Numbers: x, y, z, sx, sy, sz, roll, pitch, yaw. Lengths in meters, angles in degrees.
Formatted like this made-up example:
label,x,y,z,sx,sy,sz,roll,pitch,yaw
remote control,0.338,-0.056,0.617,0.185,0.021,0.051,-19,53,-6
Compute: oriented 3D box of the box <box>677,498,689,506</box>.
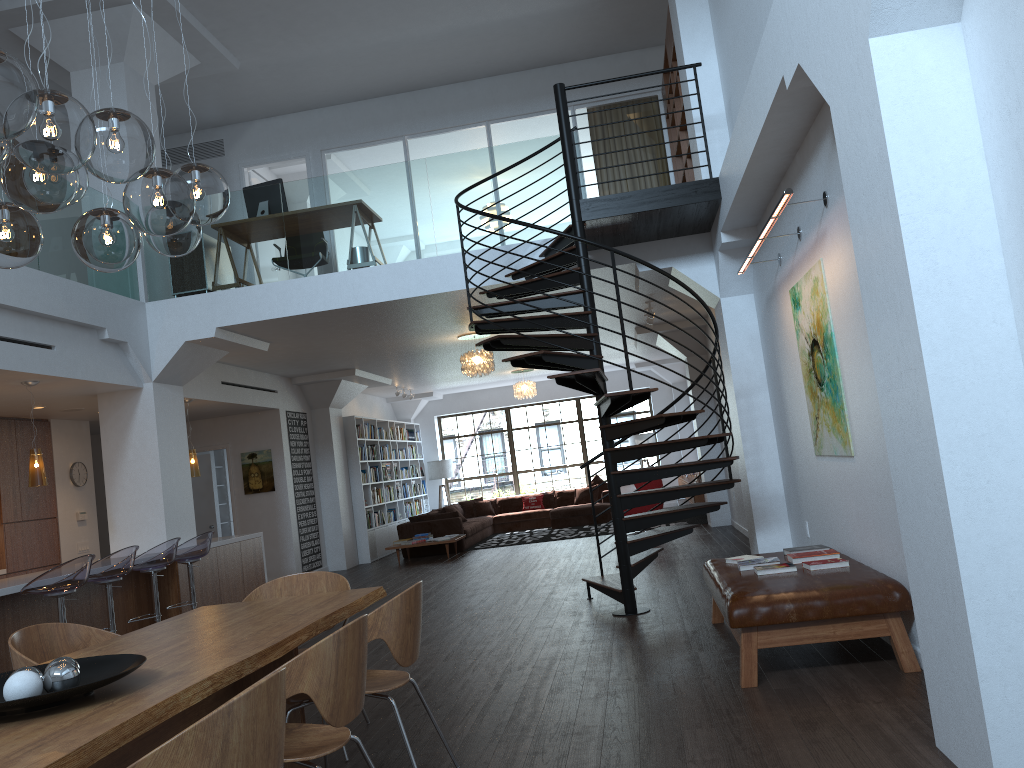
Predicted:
label,x,y,z,sx,sy,sz,roll,pitch,yaw
box,3.531,2.438,18.301,0.228,0.165,0.368,-8,-5,7

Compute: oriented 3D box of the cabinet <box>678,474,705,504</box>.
label,x,y,z,sx,sy,sz,roll,pitch,yaw
cabinet,3.344,1.870,15.957,0.459,0.350,4.501,-8,-5,7

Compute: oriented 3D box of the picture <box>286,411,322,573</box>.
label,x,y,z,sx,sy,sz,roll,pitch,yaw
picture,-3.099,1.594,13.271,0.021,2.380,0.800,-8,-5,7

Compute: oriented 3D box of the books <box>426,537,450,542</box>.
label,x,y,z,sx,sy,sz,roll,pitch,yaw
books,-1.144,2.400,13.721,0.231,0.040,0.342,-2,-7,-43

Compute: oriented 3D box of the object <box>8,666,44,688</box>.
label,x,y,z,sx,sy,sz,roll,pitch,yaw
object,-1.428,0.881,2.604,0.100,0.100,0.100,-3,-7,-38

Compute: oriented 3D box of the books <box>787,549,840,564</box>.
label,x,y,z,sx,sy,sz,roll,pitch,yaw
books,1.858,1.065,5.469,0.283,0.043,0.197,-8,-5,7

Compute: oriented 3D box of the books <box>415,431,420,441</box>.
label,x,y,z,sx,sy,sz,roll,pitch,yaw
books,-2.060,1.124,18.982,0.140,0.231,0.042,-8,-5,7

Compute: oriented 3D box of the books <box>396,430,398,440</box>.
label,x,y,z,sx,sy,sz,roll,pitch,yaw
books,-2.299,1.003,17.228,0.144,0.207,0.048,-8,-5,7

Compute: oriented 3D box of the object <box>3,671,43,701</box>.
label,x,y,z,sx,sy,sz,roll,pitch,yaw
object,-1.384,0.864,2.512,0.100,0.100,0.100,-3,-7,-38

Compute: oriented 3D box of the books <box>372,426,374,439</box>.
label,x,y,z,sx,sy,sz,roll,pitch,yaw
books,-2.528,0.863,15.589,0.174,0.243,0.085,-8,-5,7

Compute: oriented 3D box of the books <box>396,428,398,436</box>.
label,x,y,z,sx,sy,sz,roll,pitch,yaw
books,-2.311,0.992,17.275,0.159,0.241,0.038,-8,-5,7

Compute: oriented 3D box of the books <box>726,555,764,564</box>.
label,x,y,z,sx,sy,sz,roll,pitch,yaw
books,1.517,1.147,5.793,0.161,0.031,0.223,-6,-5,-15

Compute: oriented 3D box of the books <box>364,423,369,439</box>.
label,x,y,z,sx,sy,sz,roll,pitch,yaw
books,-2.573,0.822,15.342,0.176,0.293,0.125,-8,-5,7

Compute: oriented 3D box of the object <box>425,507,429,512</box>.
label,x,y,z,sx,sy,sz,roll,pitch,yaw
object,-1.939,2.670,18.661,0.331,0.088,0.410,-8,-5,7

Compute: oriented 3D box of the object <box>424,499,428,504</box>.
label,x,y,z,sx,sy,sz,roll,pitch,yaw
object,-1.968,2.497,18.678,0.316,0.088,0.410,-8,-5,7

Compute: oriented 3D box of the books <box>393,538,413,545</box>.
label,x,y,z,sx,sy,sz,roll,pitch,yaw
books,-1.734,2.512,14.150,0.241,0.045,0.334,-8,-5,9

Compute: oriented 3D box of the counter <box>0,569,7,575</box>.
label,x,y,z,sx,sy,sz,roll,pitch,yaw
counter,-5.967,1.869,7.300,0.600,0.050,4.387,-8,-5,7

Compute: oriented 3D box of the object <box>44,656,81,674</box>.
label,x,y,z,sx,sy,sz,roll,pitch,yaw
object,-1.353,0.872,2.669,0.100,0.100,0.100,-3,-7,-38

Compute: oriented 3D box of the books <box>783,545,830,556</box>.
label,x,y,z,sx,sy,sz,roll,pitch,yaw
books,1.920,1.088,5.782,0.254,0.044,0.183,-7,-5,2

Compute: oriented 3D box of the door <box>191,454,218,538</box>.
label,x,y,z,sx,sy,sz,roll,pitch,yaw
door,-4.936,2.135,13.662,0.826,2.032,0.174,-8,-5,7

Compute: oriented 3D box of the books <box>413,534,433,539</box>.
label,x,y,z,sx,sy,sz,roll,pitch,yaw
books,-1.422,2.442,14.176,0.279,0.035,0.191,-9,-6,17

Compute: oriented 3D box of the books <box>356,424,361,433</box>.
label,x,y,z,sx,sy,sz,roll,pitch,yaw
books,-2.628,0.809,14.918,0.159,0.248,0.089,-8,-5,7

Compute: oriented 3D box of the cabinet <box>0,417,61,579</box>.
label,x,y,z,sx,sy,sz,roll,pitch,yaw
cabinet,-5.958,1.493,7.790,0.598,2.499,5.299,-8,-5,7

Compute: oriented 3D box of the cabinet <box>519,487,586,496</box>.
label,x,y,z,sx,sy,sz,roll,pitch,yaw
cabinet,0.866,2.580,18.665,1.520,0.625,0.350,-8,-5,7

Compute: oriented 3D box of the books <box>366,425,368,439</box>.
label,x,y,z,sx,sy,sz,roll,pitch,yaw
books,-2.577,0.839,15.253,0.174,0.242,0.105,-8,-5,7

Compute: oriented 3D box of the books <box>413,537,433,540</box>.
label,x,y,z,sx,sy,sz,roll,pitch,yaw
books,-1.414,2.476,14.169,0.312,0.037,0.216,-7,-5,-3

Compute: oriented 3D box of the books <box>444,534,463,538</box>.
label,x,y,z,sx,sy,sz,roll,pitch,yaw
books,-0.945,2.405,14.042,0.256,0.035,0.350,-11,-6,32

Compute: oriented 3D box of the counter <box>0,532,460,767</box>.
label,x,y,z,sx,sy,sz,roll,pitch,yaw
counter,-3.006,1.839,6.649,3.039,0.860,8.182,-5,-6,-22

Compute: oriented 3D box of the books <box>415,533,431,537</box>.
label,x,y,z,sx,sy,sz,roll,pitch,yaw
books,-1.422,2.410,14.177,0.224,0.027,0.157,-8,-5,12

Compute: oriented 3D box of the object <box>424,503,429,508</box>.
label,x,y,z,sx,sy,sz,roll,pitch,yaw
object,-1.950,2.583,18.669,0.331,0.088,0.410,-8,-5,7

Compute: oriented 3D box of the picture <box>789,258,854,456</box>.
label,x,y,z,sx,sy,sz,roll,pitch,yaw
picture,2.014,-0.126,5.833,0.010,1.200,1.095,-8,-5,7

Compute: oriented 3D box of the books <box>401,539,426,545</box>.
label,x,y,z,sx,sy,sz,roll,pitch,yaw
books,-1.537,2.457,13.780,0.236,0.035,0.340,-11,-6,32

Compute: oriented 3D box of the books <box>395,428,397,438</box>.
label,x,y,z,sx,sy,sz,roll,pitch,yaw
books,-2.326,0.978,17.136,0.189,0.247,0.057,-8,-5,7

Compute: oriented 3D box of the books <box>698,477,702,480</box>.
label,x,y,z,sx,sy,sz,roll,pitch,yaw
books,3.290,1.601,15.135,0.250,0.053,0.400,-8,-5,7

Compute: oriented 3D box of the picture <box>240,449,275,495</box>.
label,x,y,z,sx,sy,sz,roll,pitch,yaw
picture,-3.644,1.262,12.713,0.450,0.600,0.030,-8,-5,7

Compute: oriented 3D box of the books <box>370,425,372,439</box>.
label,x,y,z,sx,sy,sz,roll,pitch,yaw
books,-2.536,0.852,15.504,0.182,0.253,0.098,-8,-5,7

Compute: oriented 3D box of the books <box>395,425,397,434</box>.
label,x,y,z,sx,sy,sz,roll,pitch,yaw
books,-2.305,0.954,17.186,0.140,0.298,0.044,-8,-5,7

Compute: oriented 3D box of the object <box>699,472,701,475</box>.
label,x,y,z,sx,sy,sz,roll,pitch,yaw
object,3.522,1.680,16.654,0.089,0.110,0.089,-3,-7,-38

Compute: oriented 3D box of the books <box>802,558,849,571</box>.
label,x,y,z,sx,sy,sz,roll,pitch,yaw
books,1.817,1.045,5.141,0.224,0.036,0.161,-7,-5,1

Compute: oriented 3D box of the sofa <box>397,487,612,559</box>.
label,x,y,z,sx,sy,sz,roll,pitch,yaw
sofa,0.123,2.430,16.247,3.481,0.664,4.197,-8,-5,7

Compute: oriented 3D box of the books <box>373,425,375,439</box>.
label,x,y,z,sx,sy,sz,roll,pitch,yaw
books,-2.516,0.865,15.691,0.182,0.255,0.077,-8,-5,7

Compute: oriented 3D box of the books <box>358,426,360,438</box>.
label,x,y,z,sx,sy,sz,roll,pitch,yaw
books,-2.629,0.819,14.852,0.161,0.218,0.101,-8,-5,7

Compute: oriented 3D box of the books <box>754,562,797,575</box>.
label,x,y,z,sx,sy,sz,roll,pitch,yaw
books,1.543,1.084,5.202,0.224,0.032,0.161,-8,-5,7

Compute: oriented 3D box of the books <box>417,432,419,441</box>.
label,x,y,z,sx,sy,sz,roll,pitch,yaw
books,-2.067,1.135,18.900,0.136,0.196,0.045,-8,-5,7

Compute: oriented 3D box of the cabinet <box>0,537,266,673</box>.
label,x,y,z,sx,sy,sz,roll,pitch,yaw
cabinet,-3.682,2.109,8.365,0.898,0.796,4.493,-8,-5,7

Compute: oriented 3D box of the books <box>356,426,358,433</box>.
label,x,y,z,sx,sy,sz,roll,pitch,yaw
books,-2.649,0.809,14.698,0.182,0.215,0.188,-8,-5,7

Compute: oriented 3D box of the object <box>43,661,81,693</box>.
label,x,y,z,sx,sy,sz,roll,pitch,yaw
object,-1.309,0.858,2.579,0.100,0.100,0.100,-3,-7,-38

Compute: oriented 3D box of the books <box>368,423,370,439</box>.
label,x,y,z,sx,sy,sz,roll,pitch,yaw
books,-2.569,0.828,15.405,0.197,0.290,0.136,-8,-5,7

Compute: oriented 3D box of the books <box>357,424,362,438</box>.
label,x,y,z,sx,sy,sz,roll,pitch,yaw
books,-2.621,0.810,14.961,0.170,0.251,0.118,-8,-5,7

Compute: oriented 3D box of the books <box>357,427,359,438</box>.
label,x,y,z,sx,sy,sz,roll,pitch,yaw
books,-2.645,0.820,14.789,0.167,0.210,0.162,-8,-5,7

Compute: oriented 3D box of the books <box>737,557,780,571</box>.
label,x,y,z,sx,sy,sz,roll,pitch,yaw
books,1.522,1.110,5.471,0.247,0.040,0.185,-8,-5,10

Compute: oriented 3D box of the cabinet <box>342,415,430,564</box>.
label,x,y,z,sx,sy,sz,roll,pitch,yaw
cabinet,-2.364,1.908,16.735,0.461,2.414,4.500,-8,-5,7

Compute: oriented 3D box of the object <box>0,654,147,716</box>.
label,x,y,z,sx,sy,sz,roll,pitch,yaw
object,-1.389,0.899,2.604,0.592,0.066,0.592,-4,-6,-35

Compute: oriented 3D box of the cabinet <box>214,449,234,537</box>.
label,x,y,z,sx,sy,sz,roll,pitch,yaw
cabinet,-5.129,1.751,14.377,0.527,2.991,2.630,-8,-5,7
